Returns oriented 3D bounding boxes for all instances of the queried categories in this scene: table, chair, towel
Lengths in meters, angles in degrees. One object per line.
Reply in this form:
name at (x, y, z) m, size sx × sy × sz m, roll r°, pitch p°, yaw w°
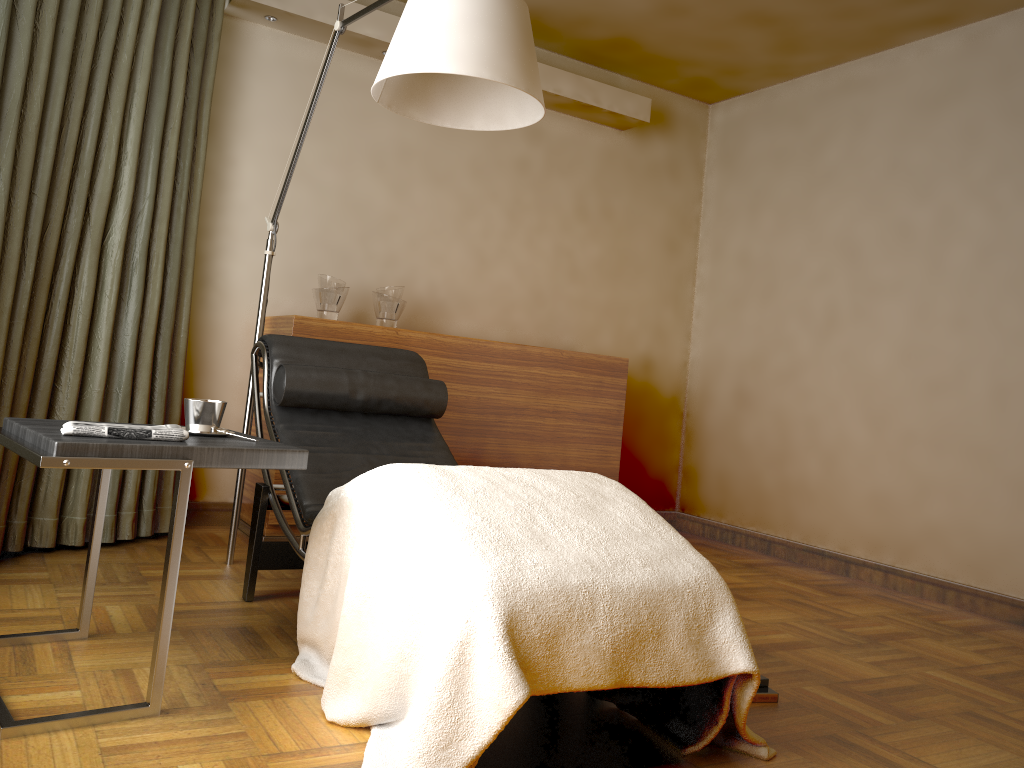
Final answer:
table at (-0.806, 0.133, 1.985) m, size 0.514 × 0.045 × 0.500 m, roll 6°, pitch 0°, yaw -40°
chair at (-0.247, 0.288, 2.413) m, size 0.632 × 0.802 × 1.789 m, roll 8°, pitch -2°, yaw -31°
towel at (-0.818, 0.100, 1.865) m, size 0.239 × 0.035 × 0.178 m, roll 6°, pitch 0°, yaw -27°

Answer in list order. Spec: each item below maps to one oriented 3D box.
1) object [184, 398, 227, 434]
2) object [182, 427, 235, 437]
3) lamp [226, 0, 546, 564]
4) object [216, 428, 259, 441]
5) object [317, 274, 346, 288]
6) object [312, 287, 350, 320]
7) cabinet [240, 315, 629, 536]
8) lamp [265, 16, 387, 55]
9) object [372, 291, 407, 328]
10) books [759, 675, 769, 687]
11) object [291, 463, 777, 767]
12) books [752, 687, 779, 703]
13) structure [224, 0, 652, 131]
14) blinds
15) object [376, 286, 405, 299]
object at (-0.731, 0.077, 2.090) m, size 0.097 × 0.079 × 0.111 m, roll 7°, pitch -2°, yaw -29°
object at (-0.731, 0.114, 2.082) m, size 0.149 × 0.009 × 0.150 m, roll 6°, pitch 0°, yaw -25°
lamp at (-0.405, -0.274, 2.663) m, size 0.449 × 1.981 × 1.413 m, roll 8°, pitch -4°, yaw -27°
object at (-0.637, 0.116, 2.045) m, size 0.124 × 0.020 × 0.029 m, roll 6°, pitch -2°, yaw 28°
object at (-0.765, -0.379, 3.712) m, size 0.123 × 0.151 × 0.121 m, roll 3°, pitch -4°, yaw 41°
object at (-0.769, -0.341, 3.708) m, size 0.156 × 0.155 × 0.154 m, roll 5°, pitch -3°, yaw 16°
cabinet at (-0.291, 0.222, 4.026) m, size 1.665 × 0.868 × 0.415 m, roll 6°, pitch -4°, yaw -31°
lamp at (-0.562, -1.531, 4.069) m, size 1.151 × 0.028 × 0.050 m, roll 6°, pitch -1°, yaw -31°
object at (-0.540, -0.317, 3.844) m, size 0.154 × 0.155 × 0.156 m, roll 8°, pitch -4°, yaw -40°
books at (0.483, 0.733, 2.238) m, size 0.263 × 0.020 × 0.189 m, roll 6°, pitch 0°, yaw -26°
object at (-0.004, 0.461, 1.938) m, size 0.912 × 0.524 × 0.909 m, roll 7°, pitch -2°, yaw -31°
books at (0.492, 0.754, 2.223) m, size 0.279 × 0.022 × 0.200 m, roll 6°, pitch 0°, yaw -16°
structure at (-0.260, -1.554, 4.262) m, size 2.167 × 0.131 × 0.273 m, roll 6°, pitch -1°, yaw -31°
blinds at (-1.466, -0.685, 2.797) m, size 0.225 × 2.471 × 1.520 m, roll 4°, pitch -4°, yaw 14°
object at (-0.536, -0.356, 3.848) m, size 0.122 × 0.151 × 0.121 m, roll 3°, pitch -4°, yaw 39°
